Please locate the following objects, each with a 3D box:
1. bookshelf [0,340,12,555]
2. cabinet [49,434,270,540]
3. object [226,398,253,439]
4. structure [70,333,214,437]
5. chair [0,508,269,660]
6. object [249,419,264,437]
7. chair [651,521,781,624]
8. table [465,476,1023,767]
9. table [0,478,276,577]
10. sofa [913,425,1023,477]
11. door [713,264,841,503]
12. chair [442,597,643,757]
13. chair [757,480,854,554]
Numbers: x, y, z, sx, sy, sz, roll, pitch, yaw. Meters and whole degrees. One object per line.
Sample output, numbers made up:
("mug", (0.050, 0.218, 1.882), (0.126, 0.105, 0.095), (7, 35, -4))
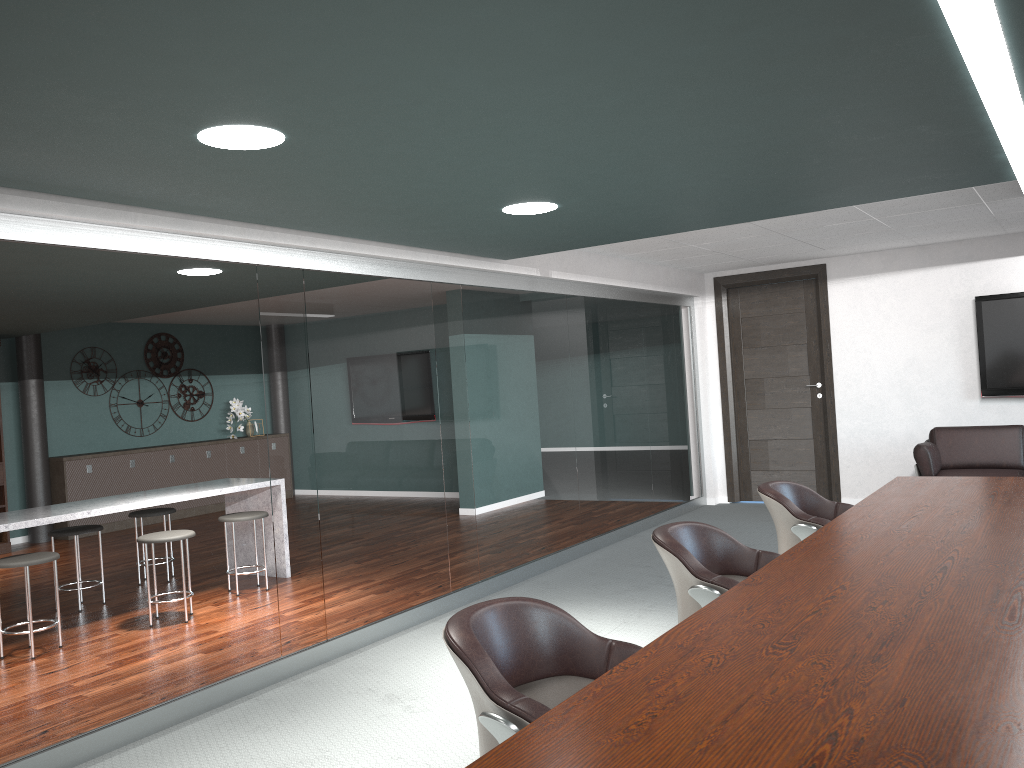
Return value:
("bookshelf", (-5.251, 0.610, 7.811), (0.482, 1.984, 1.339), (-4, 0, 33))
("cabinet", (-6.331, 1.266, 6.239), (0.402, 0.820, 12.287), (-4, 0, 33))
("object", (-3.332, 0.411, 10.861), (0.221, 0.495, 0.600), (-4, 0, 7))
("structure", (-4.134, 0.001, 10.062), (0.017, 1.178, 1.791), (-4, 0, 33))
("chair", (-3.122, 1.213, 4.592), (1.479, 0.512, 4.029), (-4, 0, 33))
("object", (-3.162, 0.541, 10.969), (0.174, 0.207, 0.042), (-4, 0, -37))
("chair", (0.726, 0.837, 2.810), (0.523, 0.761, 0.533), (-4, 0, 15))
("table", (0.598, 0.875, 1.037), (1.374, 0.706, 6.694), (-4, 0, 33))
("table", (-3.096, 1.117, 4.535), (0.609, 0.699, 4.577), (-4, 0, 33))
("sofa", (4.154, 0.632, 5.037), (1.976, 0.728, 4.057), (-4, 0, -14))
("door", (2.446, 0.024, 8.172), (1.038, 2.130, 0.139), (-4, 0, 33))
("chair", (0.132, 0.876, 1.917), (0.518, 0.761, 0.535), (-4, 0, 39))
("chair", (1.327, 0.798, 3.746), (0.518, 0.761, 0.535), (-4, 0, 39))
